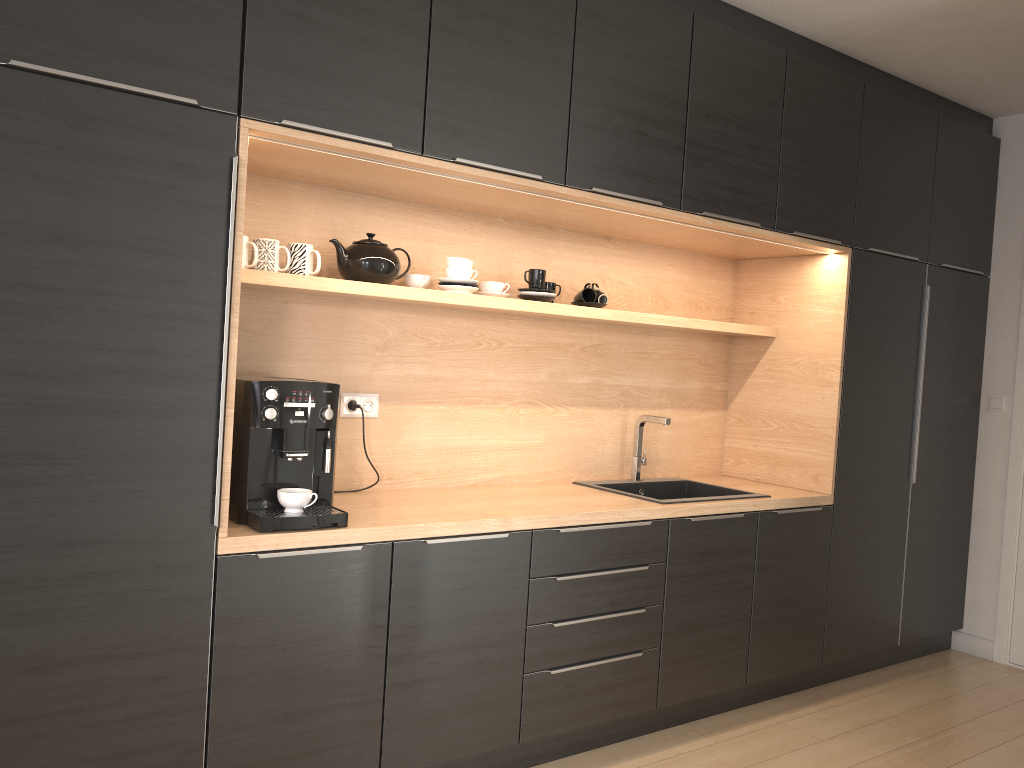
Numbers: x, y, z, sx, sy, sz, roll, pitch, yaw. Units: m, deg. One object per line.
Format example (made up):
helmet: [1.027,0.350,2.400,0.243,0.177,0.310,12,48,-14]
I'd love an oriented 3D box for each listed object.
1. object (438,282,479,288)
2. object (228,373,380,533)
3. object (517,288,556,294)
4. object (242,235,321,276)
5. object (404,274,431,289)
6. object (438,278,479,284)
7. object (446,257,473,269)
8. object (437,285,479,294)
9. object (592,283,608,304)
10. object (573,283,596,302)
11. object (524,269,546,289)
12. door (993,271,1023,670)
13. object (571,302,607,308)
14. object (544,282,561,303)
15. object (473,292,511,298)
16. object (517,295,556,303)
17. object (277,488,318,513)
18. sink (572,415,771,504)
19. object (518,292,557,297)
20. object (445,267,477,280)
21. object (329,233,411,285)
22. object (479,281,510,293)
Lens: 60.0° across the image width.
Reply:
object: [-0.187,-0.335,3.087,0.145,0.025,0.145,5,2,40]
object: [-0.570,0.185,2.698,0.618,0.398,0.584,2,2,-36]
object: [0.092,-0.338,3.314,0.145,0.025,0.145,3,2,-23]
object: [-0.742,-0.387,2.711,0.297,0.105,0.112,2,2,-35]
object: [-0.329,-0.349,3.094,0.099,0.057,0.095,4,2,11]
object: [-0.187,-0.349,3.084,0.145,0.025,0.145,5,2,40]
object: [-0.184,-0.407,3.083,0.095,0.075,0.098,3,2,-25]
object: [-0.188,-0.325,3.085,0.145,0.025,0.145,5,2,40]
object: [0.339,-0.354,3.520,0.066,0.093,0.100,3,2,-27]
object: [0.284,-0.351,3.490,0.066,0.093,0.100,3,2,-22]
object: [0.089,-0.381,3.308,0.066,0.092,0.084,4,2,22]
door: [2.733,0.334,3.963,0.085,2.136,0.974,2,2,-36]
object: [0.303,-0.306,3.503,0.145,0.025,0.145,2,2,-34]
object: [0.141,-0.349,3.451,0.066,0.092,0.084,3,2,-30]
object: [-0.076,-0.324,3.298,0.145,0.025,0.145,3,2,-23]
object: [0.090,-0.314,3.314,0.145,0.025,0.145,3,2,-23]
object: [-0.598,0.322,2.438,0.095,0.057,0.099,2,2,-34]
sink: [0.649,0.399,3.607,0.626,0.518,0.512,2,2,-36]
object: [0.094,-0.326,3.314,0.145,0.025,0.145,3,2,-23]
object: [-0.185,-0.374,3.087,0.095,0.057,0.099,4,2,26]
object: [-0.465,-0.410,2.920,0.240,0.171,0.213,4,2,0]
object: [-0.076,-0.349,3.299,0.095,0.057,0.099,2,2,-39]
